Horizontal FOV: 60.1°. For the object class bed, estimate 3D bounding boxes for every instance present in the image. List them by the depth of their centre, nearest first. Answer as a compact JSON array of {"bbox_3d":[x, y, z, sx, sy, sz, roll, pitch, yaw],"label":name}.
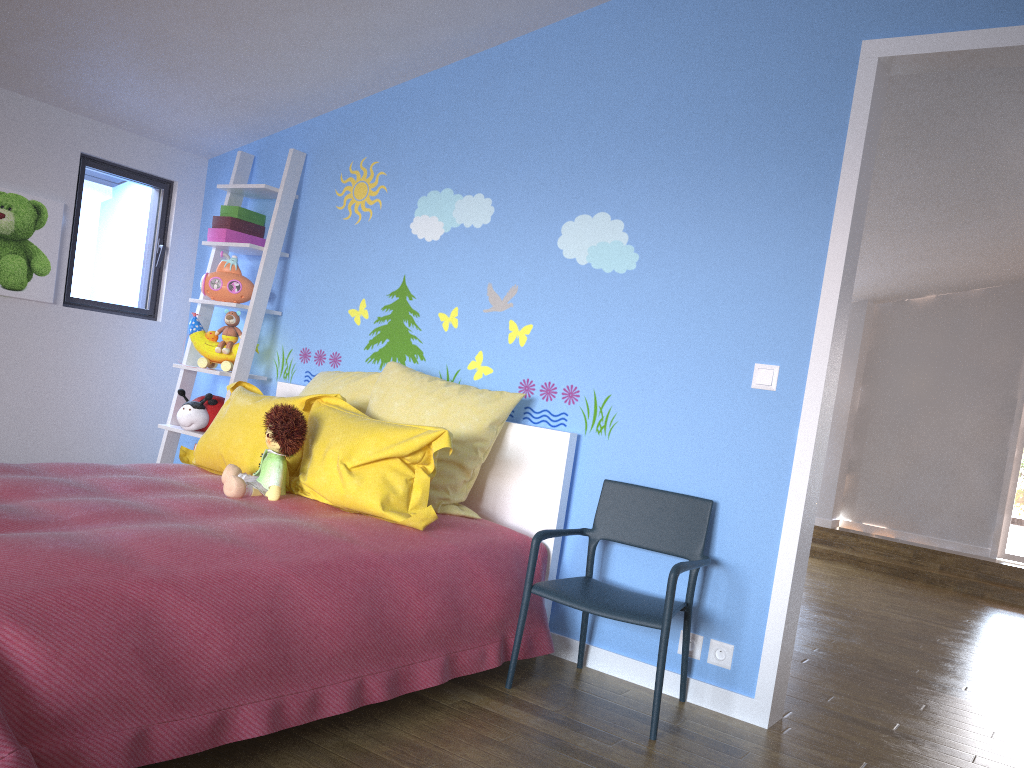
[{"bbox_3d":[-1.098,0.392,2.650,1.918,0.813,2.323,9,0,34],"label":"bed"}]

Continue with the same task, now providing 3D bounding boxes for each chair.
[{"bbox_3d":[0.346,0.671,2.818,0.510,0.676,0.417,9,3,31],"label":"chair"}]

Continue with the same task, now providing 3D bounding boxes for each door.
[{"bbox_3d":[1.605,0.119,2.857,1.028,2.134,1.000,10,3,34],"label":"door"},{"bbox_3d":[5.024,0.620,7.888,1.028,2.134,0.163,10,4,34],"label":"door"}]

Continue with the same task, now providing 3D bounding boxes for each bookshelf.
[{"bbox_3d":[-1.331,-0.172,4.046,0.389,1.856,0.381,10,4,34],"label":"bookshelf"}]

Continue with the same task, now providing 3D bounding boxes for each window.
[{"bbox_3d":[-1.900,-0.702,4.209,0.208,0.749,0.587,10,3,34],"label":"window"}]

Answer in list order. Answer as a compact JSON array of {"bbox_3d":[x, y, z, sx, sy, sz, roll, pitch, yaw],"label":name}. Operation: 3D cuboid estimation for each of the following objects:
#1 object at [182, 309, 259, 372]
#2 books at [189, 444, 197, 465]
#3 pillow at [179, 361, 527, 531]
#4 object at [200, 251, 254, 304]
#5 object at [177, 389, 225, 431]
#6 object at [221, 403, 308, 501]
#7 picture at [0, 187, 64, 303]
[{"bbox_3d":[-1.328,-0.203,3.995,0.371,0.282,0.154,8,2,7],"label":"object"},{"bbox_3d":[-1.357,0.388,3.955,0.079,0.249,0.198,10,3,34],"label":"books"},{"bbox_3d":[-0.630,0.156,3.292,1.339,0.533,0.681,9,1,35],"label":"pillow"},{"bbox_3d":[-1.264,-0.480,4.043,0.295,0.234,0.157,8,2,5],"label":"object"},{"bbox_3d":[-1.395,0.124,4.037,0.252,0.183,0.323,9,1,41],"label":"object"},{"bbox_3d":[-0.813,0.225,2.930,0.252,0.343,0.285,8,2,-21],"label":"object"},{"bbox_3d":[-2.130,-0.594,3.721,0.026,0.444,0.451,10,2,34],"label":"picture"}]
